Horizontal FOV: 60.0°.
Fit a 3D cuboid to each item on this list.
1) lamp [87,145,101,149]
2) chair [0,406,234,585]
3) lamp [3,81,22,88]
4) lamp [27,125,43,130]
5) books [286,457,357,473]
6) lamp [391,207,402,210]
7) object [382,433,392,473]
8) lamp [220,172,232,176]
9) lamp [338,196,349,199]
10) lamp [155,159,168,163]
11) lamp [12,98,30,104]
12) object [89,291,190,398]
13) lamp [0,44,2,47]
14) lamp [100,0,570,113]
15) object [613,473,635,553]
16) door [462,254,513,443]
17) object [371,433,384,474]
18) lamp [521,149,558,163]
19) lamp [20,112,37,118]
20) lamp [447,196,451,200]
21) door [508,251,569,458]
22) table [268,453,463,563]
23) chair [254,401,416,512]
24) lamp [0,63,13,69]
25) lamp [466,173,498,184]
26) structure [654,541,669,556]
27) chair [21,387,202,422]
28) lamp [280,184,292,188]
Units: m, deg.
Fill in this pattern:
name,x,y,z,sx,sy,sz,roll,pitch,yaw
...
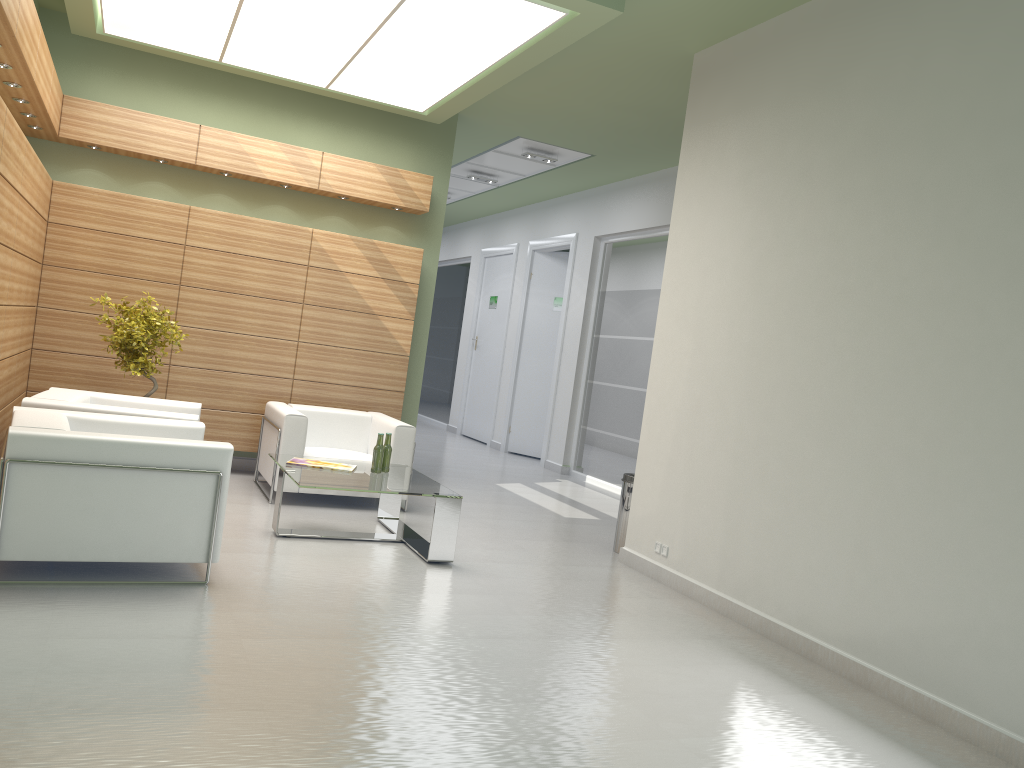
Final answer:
name,x,y,z,sx,sy,sz,roll,pitch,yaw
lamp,-5.951,-3.398,12.636,0.181,0.074,0.181,7,2,-29
chair,-3.700,0.980,8.174,1.802,1.234,1.894,7,2,-29
lamp,-5.364,-3.241,9.525,0.181,0.074,0.181,7,2,-40
lamp,-6.317,-3.427,11.750,0.181,0.074,0.181,7,2,-40
books,-2.243,0.957,10.487,0.762,0.025,0.508,8,1,-4
lamp,-1.869,-2.879,14.427,0.181,0.074,0.181,7,2,-29
object,-1.513,0.826,10.680,0.131,0.475,0.131,9,2,31
lamp,-4.306,-3.189,13.358,0.181,0.074,0.181,9,2,27
lamp,-2.674,-2.981,14.074,0.181,0.074,0.181,9,2,27
lamp,-5.134,-3.294,12.995,0.181,0.074,0.181,7,2,-29
lamp,-5.677,-3.302,10.257,0.181,0.074,0.181,7,2,-40
object,-5.108,0.016,11.810,1.116,2.565,1.201,9,2,35
lamp,-4.730,-3.117,8.043,0.181,0.074,0.181,7,2,-40
lamp,-2.456,-4.469,10.630,4.571,0.325,5.060,7,2,-24
object,1.625,1.724,11.714,0.482,1.027,0.483,9,2,38
door,-0.708,-1.007,24.390,0.250,5.083,2.089,7,2,-24
object,-1.583,0.820,10.517,0.131,0.475,0.131,9,2,31
lamp,0.536,-4.409,17.098,0.657,0.159,0.286,7,2,-24
lamp,-5.999,-3.365,11.009,0.181,0.074,0.181,9,2,38
lamp,-1.913,-4.887,22.818,0.657,0.159,0.286,7,2,-24
door,1.082,-0.694,21.685,2.089,5.083,0.134,9,2,36
table,-1.824,1.408,10.321,1.783,0.742,2.197,7,2,-24
chair,-2.566,1.023,12.772,1.894,1.234,1.802,7,2,-24
lamp,-5.044,-3.179,8.779,0.181,0.074,0.181,9,2,38
lamp,-0.662,-4.643,19.896,0.657,0.159,0.286,7,2,-24
structure,1.738,1.918,10.322,0.017,0.118,0.262,7,2,-24
chair,-4.597,0.804,10.312,1.769,1.234,1.894,7,1,-19
lamp,-3.496,-3.086,13.713,0.181,0.074,0.181,7,2,-29
